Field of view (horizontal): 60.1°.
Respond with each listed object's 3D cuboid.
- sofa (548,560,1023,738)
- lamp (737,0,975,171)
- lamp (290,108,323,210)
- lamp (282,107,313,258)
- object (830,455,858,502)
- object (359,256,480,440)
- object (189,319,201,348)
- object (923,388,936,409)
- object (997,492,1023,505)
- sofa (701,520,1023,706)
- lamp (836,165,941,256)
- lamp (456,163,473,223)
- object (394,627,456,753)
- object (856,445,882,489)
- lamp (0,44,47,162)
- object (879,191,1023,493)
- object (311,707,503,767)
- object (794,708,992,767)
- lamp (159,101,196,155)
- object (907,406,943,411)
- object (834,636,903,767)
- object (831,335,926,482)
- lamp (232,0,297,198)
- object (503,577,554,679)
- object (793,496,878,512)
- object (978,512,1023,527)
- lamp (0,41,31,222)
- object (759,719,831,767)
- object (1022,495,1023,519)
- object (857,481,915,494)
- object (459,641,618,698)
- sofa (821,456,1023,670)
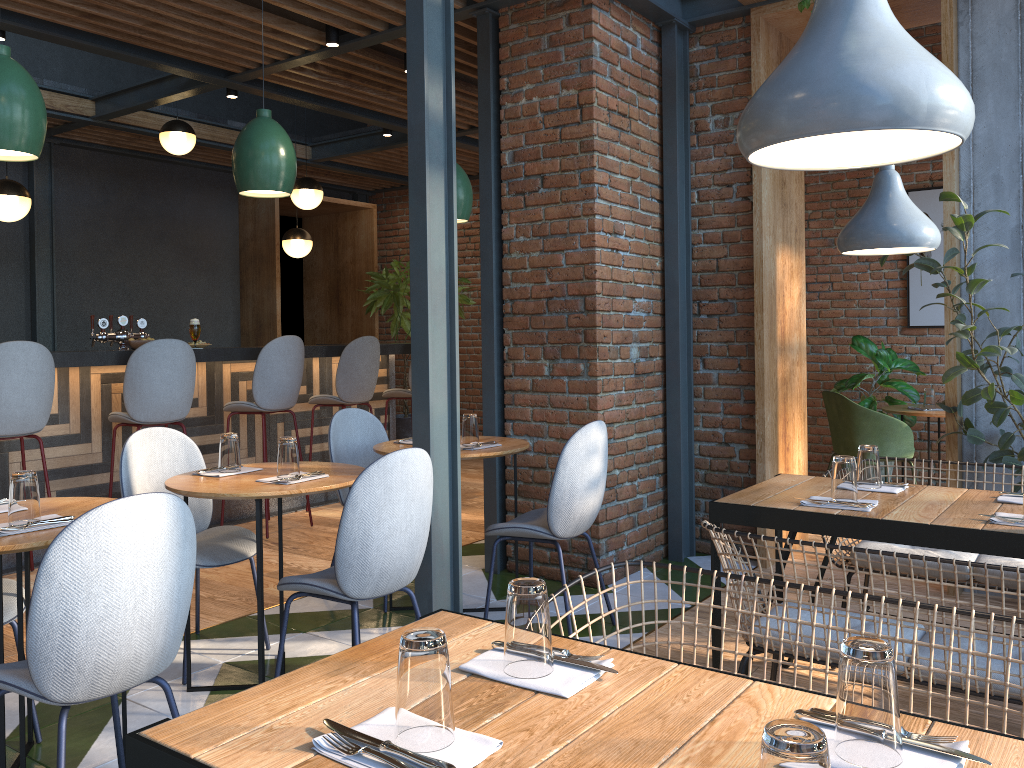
[{"bbox_3d":[0.518,0.779,1.554,1.092,0.732,0.471,1,2,36],"label":"sofa"},{"bbox_3d":[0.509,-2.613,1.397,0.353,4.488,0.353,-1,1,-38],"label":"lamp"},{"bbox_3d":[-1.731,-3.343,7.345,0.268,3.792,0.268,-1,1,-45],"label":"lamp"},{"bbox_3d":[-1.960,-3.031,7.970,0.268,3.792,0.268,-1,1,-33],"label":"lamp"},{"bbox_3d":[1.017,0.291,2.714,0.080,0.138,0.080,-1,1,-4],"label":"object"},{"bbox_3d":[-1.070,-0.315,9.268,1.516,2.095,1.083,0,2,41],"label":"object"},{"bbox_3d":[-1.947,-0.311,5.440,0.070,0.182,0.070,-1,1,-34],"label":"object"},{"bbox_3d":[2.833,0.098,6.008,0.080,0.138,0.080,-2,1,-33],"label":"object"},{"bbox_3d":[1.608,0.350,2.688,0.243,0.019,0.157,2,4,36],"label":"object"},{"bbox_3d":[1.004,0.734,2.226,1.092,0.732,0.471,1,2,36],"label":"sofa"},{"bbox_3d":[1.346,-2.728,3.230,0.353,4.488,0.353,0,1,41],"label":"lamp"},{"bbox_3d":[-0.301,-1.740,3.968,0.224,2.021,0.224,0,1,39],"label":"lamp"},{"bbox_3d":[-0.115,0.395,1.156,0.080,0.138,0.080,-1,1,11],"label":"object"},{"bbox_3d":[1.191,0.274,2.959,0.080,0.138,0.080,-2,1,-38],"label":"object"},{"bbox_3d":[-1.416,-1.638,2.425,0.224,2.021,0.224,0,1,39],"label":"lamp"},{"bbox_3d":[2.177,0.110,3.680,1.063,1.772,1.018,-1,1,5],"label":"object"},{"bbox_3d":[-0.145,0.462,1.151,0.243,0.019,0.157,2,4,38],"label":"object"},{"bbox_3d":[0.462,0.455,1.112,0.243,0.019,0.157,2,4,38],"label":"object"},{"bbox_3d":[-2.620,-3.674,6.861,0.268,3.792,0.268,0,1,42],"label":"lamp"},{"bbox_3d":[2.808,0.164,6.027,0.157,0.019,0.243,-1,3,-6],"label":"object"},{"bbox_3d":[0.441,0.390,1.098,0.080,0.138,0.080,-1,1,1],"label":"object"},{"bbox_3d":[2.795,0.216,6.847,0.633,1.195,0.715,-1,1,-4],"label":"object"},{"bbox_3d":[-0.894,-1.686,3.147,0.224,2.021,0.224,0,1,39],"label":"lamp"},{"bbox_3d":[0.025,0.379,1.391,0.080,0.138,0.080,-2,1,-32],"label":"object"},{"bbox_3d":[0.988,0.358,2.706,0.242,0.019,0.157,1,4,33],"label":"object"},{"bbox_3d":[1.411,0.368,2.417,0.243,0.019,0.157,1,4,36],"label":"object"},{"bbox_3d":[-3.222,-2.922,5.596,0.268,3.792,0.268,-1,1,27],"label":"lamp"},{"bbox_3d":[0.276,0.406,0.862,0.080,0.138,0.080,-1,1,10],"label":"object"},{"bbox_3d":[1.441,0.301,2.423,0.080,0.138,0.080,0,1,19],"label":"object"},{"bbox_3d":[1.216,0.340,2.970,0.243,0.019,0.157,2,4,39],"label":"object"},{"bbox_3d":[0.049,0.445,1.404,0.243,0.019,0.157,1,4,35],"label":"object"},{"bbox_3d":[1.665,0.673,3.141,1.092,0.732,0.471,1,2,36],"label":"sofa"}]
